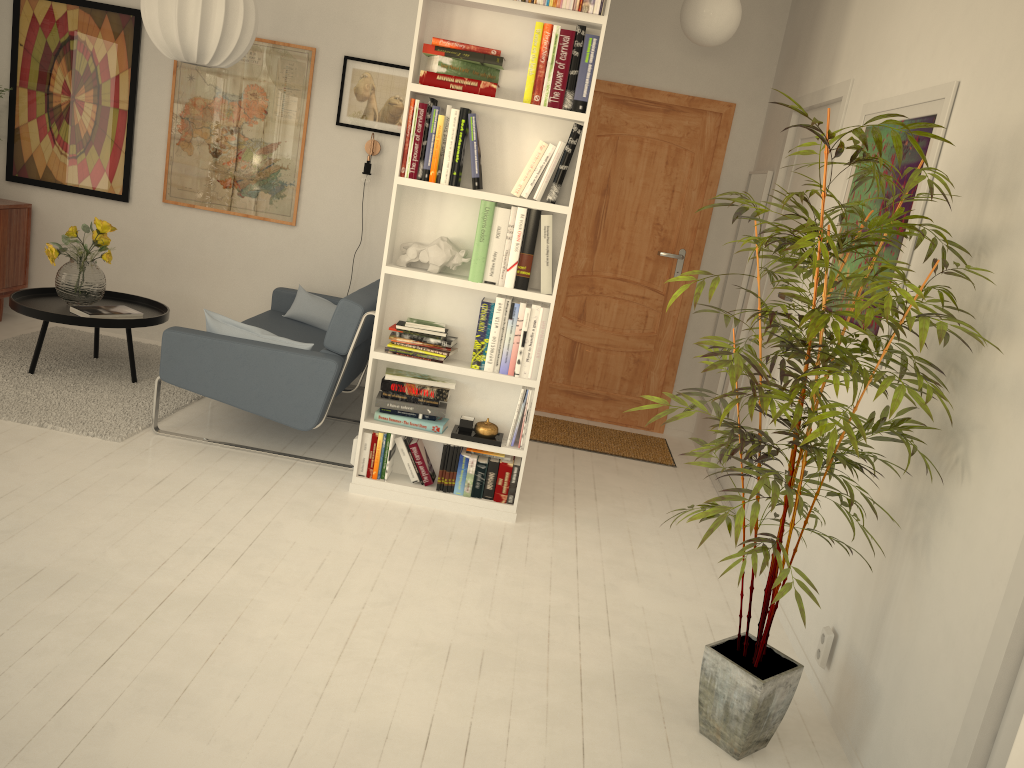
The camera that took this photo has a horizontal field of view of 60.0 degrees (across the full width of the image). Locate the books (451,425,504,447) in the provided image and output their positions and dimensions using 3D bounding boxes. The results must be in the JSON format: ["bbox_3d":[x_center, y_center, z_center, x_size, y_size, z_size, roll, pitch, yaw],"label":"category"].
[{"bbox_3d":[-0.146,0.219,3.762,0.215,0.023,0.130,10,13,1],"label":"books"}]

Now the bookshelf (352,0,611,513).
[{"bbox_3d":[-0.086,-0.892,3.579,0.710,2.896,0.249,10,13,1],"label":"bookshelf"}]

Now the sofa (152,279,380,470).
[{"bbox_3d":[-1.070,-0.217,4.654,0.964,0.772,1.605,10,13,1],"label":"sofa"}]

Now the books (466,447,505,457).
[{"bbox_3d":[-0.110,0.283,3.808,0.165,0.006,0.103,10,13,1],"label":"books"}]

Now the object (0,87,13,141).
[{"bbox_3d":[-3.234,-1.461,5.260,0.476,0.685,0.398,11,13,3],"label":"object"}]

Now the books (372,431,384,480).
[{"bbox_3d":[-0.564,0.287,3.847,0.020,0.210,0.185,10,13,1],"label":"books"}]

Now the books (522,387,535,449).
[{"bbox_3d":[0.071,0.134,3.769,0.011,0.256,0.139,10,13,1],"label":"books"}]

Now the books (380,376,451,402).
[{"bbox_3d":[-0.402,0.008,3.784,0.285,0.047,0.185,10,13,1],"label":"books"}]

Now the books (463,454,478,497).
[{"bbox_3d":[-0.171,0.370,3.856,0.032,0.176,0.223,10,13,1],"label":"books"}]

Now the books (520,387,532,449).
[{"bbox_3d":[0.063,0.129,3.778,0.007,0.257,0.181,10,13,1],"label":"books"}]

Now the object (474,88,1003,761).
[{"bbox_3d":[0.560,0.023,2.826,0.778,1.709,2.092,6,14,-18],"label":"object"}]

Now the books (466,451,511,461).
[{"bbox_3d":[-0.098,0.290,3.827,0.193,0.011,0.130,10,13,1],"label":"books"}]

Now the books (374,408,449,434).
[{"bbox_3d":[-0.422,0.144,3.830,0.297,0.038,0.204,11,13,6],"label":"books"}]

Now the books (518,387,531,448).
[{"bbox_3d":[0.056,0.126,3.790,0.008,0.256,0.185,10,13,1],"label":"books"}]

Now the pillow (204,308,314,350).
[{"bbox_3d":[-1.156,-0.138,4.013,0.533,0.353,0.141,10,13,1],"label":"pillow"}]

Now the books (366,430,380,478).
[{"bbox_3d":[-0.588,0.284,3.852,0.026,0.206,0.187,10,13,1],"label":"books"}]

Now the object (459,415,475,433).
[{"bbox_3d":[-0.193,0.172,3.775,0.058,0.055,0.058,10,13,1],"label":"object"}]

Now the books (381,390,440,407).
[{"bbox_3d":[-0.427,0.046,3.792,0.247,0.039,0.143,10,13,-2],"label":"books"}]

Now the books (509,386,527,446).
[{"bbox_3d":[0.029,0.120,3.798,0.030,0.255,0.198,10,13,1],"label":"books"}]

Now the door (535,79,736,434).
[{"bbox_3d":[0.677,-0.752,5.442,0.931,2.030,0.160,10,13,1],"label":"door"}]

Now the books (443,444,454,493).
[{"bbox_3d":[-0.263,0.338,3.838,0.015,0.214,0.203,10,13,1],"label":"books"}]

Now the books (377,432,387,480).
[{"bbox_3d":[-0.548,0.288,3.860,0.012,0.206,0.194,10,13,1],"label":"books"}]

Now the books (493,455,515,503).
[{"bbox_3d":[-0.032,0.396,3.847,0.056,0.179,0.202,10,13,1],"label":"books"}]

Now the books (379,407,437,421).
[{"bbox_3d":[-0.440,0.107,3.823,0.241,0.024,0.168,9,13,-4],"label":"books"}]

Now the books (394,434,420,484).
[{"bbox_3d":[-0.445,0.311,3.847,0.135,0.200,0.134,10,13,1],"label":"books"}]

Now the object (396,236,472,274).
[{"bbox_3d":[-0.312,-0.532,3.627,0.311,0.150,0.137,12,13,9],"label":"object"}]

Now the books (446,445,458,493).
[{"bbox_3d":[-0.248,0.339,3.845,0.015,0.214,0.203,10,13,1],"label":"books"}]

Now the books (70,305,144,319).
[{"bbox_3d":[-2.098,-0.370,4.595,0.200,0.031,0.289,19,16,34],"label":"books"}]

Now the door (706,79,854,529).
[{"bbox_3d":[1.302,-0.368,4.308,0.166,2.030,0.956,10,13,1],"label":"door"}]

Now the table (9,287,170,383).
[{"bbox_3d":[-2.246,-0.246,4.722,0.761,0.385,0.761,14,14,16],"label":"table"}]

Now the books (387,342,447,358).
[{"bbox_3d":[-0.385,-0.153,3.738,0.248,0.009,0.171,11,13,4],"label":"books"}]

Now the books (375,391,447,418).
[{"bbox_3d":[-0.428,0.082,3.800,0.297,0.039,0.165,9,13,-4],"label":"books"}]

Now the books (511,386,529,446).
[{"bbox_3d":[0.036,0.130,3.763,0.033,0.258,0.130,10,13,1],"label":"books"}]

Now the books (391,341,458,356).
[{"bbox_3d":[-0.358,-0.166,3.760,0.255,0.014,0.197,13,14,10],"label":"books"}]

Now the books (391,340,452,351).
[{"bbox_3d":[-0.377,-0.176,3.740,0.250,0.008,0.135,10,13,-2],"label":"books"}]

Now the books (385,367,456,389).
[{"bbox_3d":[-0.391,-0.030,3.790,0.297,0.024,0.162,8,13,-8],"label":"books"}]

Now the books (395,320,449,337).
[{"bbox_3d":[-0.374,-0.237,3.731,0.212,0.017,0.165,10,13,-1],"label":"books"}]

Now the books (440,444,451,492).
[{"bbox_3d":[-0.277,0.332,3.851,0.015,0.214,0.203,10,13,1],"label":"books"}]

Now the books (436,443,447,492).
[{"bbox_3d":[-0.293,0.331,3.844,0.015,0.214,0.203,10,13,1],"label":"books"}]

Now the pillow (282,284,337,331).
[{"bbox_3d":[-1.080,-0.412,5.259,0.540,0.276,0.157,11,13,2],"label":"pillow"}]

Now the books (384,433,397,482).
[{"bbox_3d":[-0.516,0.293,3.845,0.010,0.215,0.194,10,13,1],"label":"books"}]

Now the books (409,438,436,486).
[{"bbox_3d":[-0.385,0.329,3.847,0.131,0.188,0.136,10,13,1],"label":"books"}]

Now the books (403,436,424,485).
[{"bbox_3d":[-0.416,0.321,3.841,0.118,0.192,0.118,10,13,1],"label":"books"}]

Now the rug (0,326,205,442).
[{"bbox_3d":[-2.288,-0.054,4.723,1.304,0.012,1.663,11,13,3],"label":"rug"}]

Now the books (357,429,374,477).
[{"bbox_3d":[-0.621,0.282,3.857,0.039,0.199,0.185,10,13,1],"label":"books"}]

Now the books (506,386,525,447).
[{"bbox_3d":[0.019,0.118,3.796,0.034,0.256,0.209,10,13,1],"label":"books"}]

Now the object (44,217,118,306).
[{"bbox_3d":[-2.268,-0.646,4.665,0.291,0.470,0.361,21,17,38],"label":"object"}]

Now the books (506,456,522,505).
[{"bbox_3d":[0.013,0.401,3.864,0.032,0.176,0.230,10,13,1],"label":"books"}]

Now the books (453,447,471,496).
[{"bbox_3d":[-0.206,0.362,3.861,0.044,0.179,0.224,10,13,1],"label":"books"}]

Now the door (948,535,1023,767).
[{"bbox_3d":[1.128,0.308,1.359,0.166,2.030,0.956,10,13,1],"label":"door"}]

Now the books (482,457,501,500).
[{"bbox_3d":[-0.083,0.386,3.869,0.050,0.170,0.222,10,13,1],"label":"books"}]

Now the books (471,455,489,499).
[{"bbox_3d":[-0.133,0.384,3.857,0.048,0.163,0.209,10,13,1],"label":"books"}]

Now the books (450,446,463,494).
[{"bbox_3d":[-0.233,0.341,3.851,0.015,0.214,0.203,10,13,1],"label":"books"}]

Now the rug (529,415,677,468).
[{"bbox_3d":[0.473,0.320,5.233,0.941,0.002,0.554,10,13,1],"label":"rug"}]

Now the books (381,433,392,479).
[{"bbox_3d":[-0.531,0.287,3.860,0.021,0.214,0.174,10,13,1],"label":"books"}]
